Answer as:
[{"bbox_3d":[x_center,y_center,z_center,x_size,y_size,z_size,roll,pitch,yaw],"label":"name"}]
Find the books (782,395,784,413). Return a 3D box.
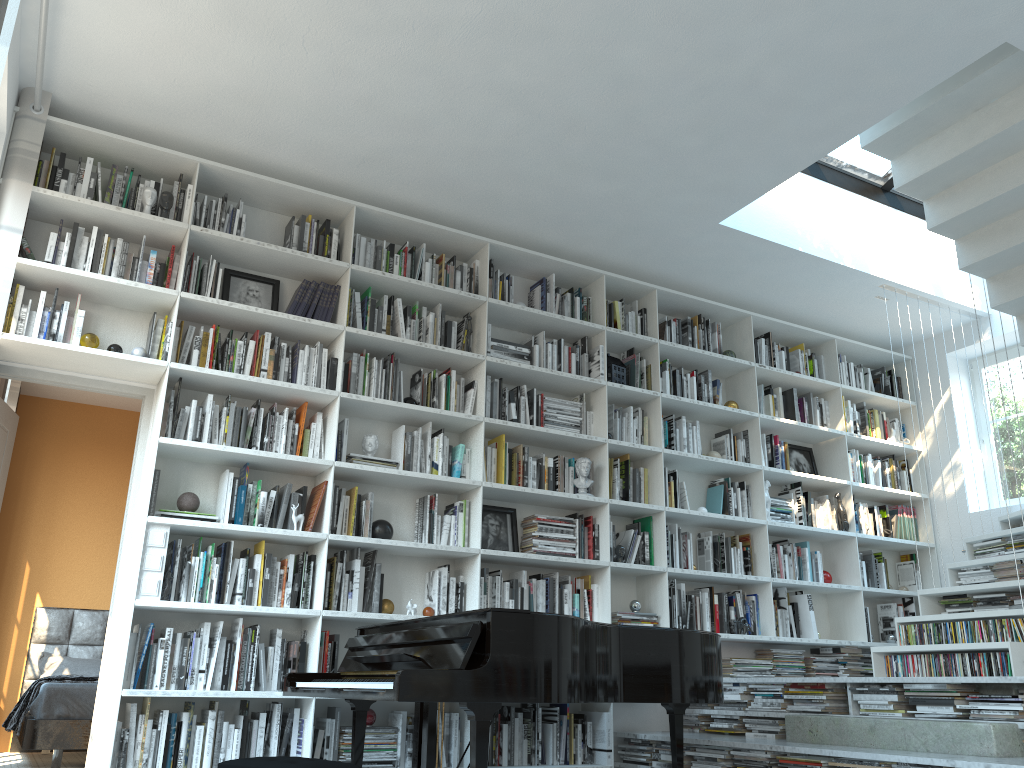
[{"bbox_3d":[1.908,0.211,6.421,0.025,0.237,0.143,11,-21,-27],"label":"books"}]

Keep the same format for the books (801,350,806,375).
[{"bbox_3d":[2.117,-0.105,6.636,0.016,0.251,0.189,11,-21,-27],"label":"books"}]

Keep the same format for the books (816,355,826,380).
[{"bbox_3d":[2.310,-0.072,6.737,0.026,0.262,0.163,11,-21,-27],"label":"books"}]

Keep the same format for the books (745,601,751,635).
[{"bbox_3d":[1.479,1.524,5.734,0.013,0.219,0.169,11,-21,-27],"label":"books"}]

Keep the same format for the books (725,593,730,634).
[{"bbox_3d":[1.318,1.476,5.668,0.026,0.262,0.170,11,-21,-27],"label":"books"}]

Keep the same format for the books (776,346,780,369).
[{"bbox_3d":[1.891,-0.143,6.513,0.022,0.235,0.172,11,-21,-27],"label":"books"}]

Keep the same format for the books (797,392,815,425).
[{"bbox_3d":[2.149,0.226,6.535,0.022,0.293,0.181,11,-21,-27],"label":"books"}]

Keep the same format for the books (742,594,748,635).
[{"bbox_3d":[1.459,1.504,5.744,0.021,0.263,0.150,11,-21,-27],"label":"books"}]

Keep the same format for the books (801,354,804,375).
[{"bbox_3d":[2.102,-0.095,6.617,0.008,0.220,0.183,11,-21,-27],"label":"books"}]

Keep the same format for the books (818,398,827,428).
[{"bbox_3d":[2.274,0.261,6.614,0.026,0.283,0.147,11,-21,-27],"label":"books"}]

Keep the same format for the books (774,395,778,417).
[{"bbox_3d":[1.842,0.204,6.381,0.030,0.223,0.158,11,-21,-27],"label":"books"}]

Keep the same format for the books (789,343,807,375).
[{"bbox_3d":[2.142,-0.133,6.659,0.007,0.319,0.166,11,-21,-27],"label":"books"}]

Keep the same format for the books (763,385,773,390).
[{"bbox_3d":[1.825,0.166,6.383,0.011,0.295,0.163,11,-21,-27],"label":"books"}]

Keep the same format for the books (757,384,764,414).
[{"bbox_3d":[1.729,0.155,6.333,0.052,0.281,0.167,11,-21,-27],"label":"books"}]

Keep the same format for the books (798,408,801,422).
[{"bbox_3d":[2.038,0.217,6.498,0.048,0.282,0.162,11,-21,-27],"label":"books"}]

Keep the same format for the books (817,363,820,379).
[{"bbox_3d":[2.274,-0.046,6.734,0.031,0.210,0.132,11,-21,-27],"label":"books"}]

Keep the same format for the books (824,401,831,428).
[{"bbox_3d":[2.300,0.274,6.622,0.031,0.264,0.170,11,-21,-27],"label":"books"}]

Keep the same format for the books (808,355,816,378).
[{"bbox_3d":[2.203,-0.083,6.669,0.018,0.234,0.186,11,-21,-27],"label":"books"}]

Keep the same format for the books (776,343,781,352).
[{"bbox_3d":[1.936,-0.147,6.565,0.012,0.278,0.153,11,-21,-27],"label":"books"}]

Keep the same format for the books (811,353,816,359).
[{"bbox_3d":[2.253,-0.085,6.728,0.025,0.278,0.136,11,-21,-27],"label":"books"}]

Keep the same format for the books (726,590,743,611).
[{"bbox_3d":[1.445,1.487,5.740,0.013,0.292,0.135,11,-21,-27],"label":"books"}]

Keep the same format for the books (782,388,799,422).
[{"bbox_3d":[1.959,0.189,6.395,0.032,0.264,0.246,11,-21,-27],"label":"books"}]

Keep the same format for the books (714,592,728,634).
[{"bbox_3d":[1.299,1.470,5.650,0.026,0.261,0.174,11,-21,-27],"label":"books"}]

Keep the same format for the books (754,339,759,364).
[{"bbox_3d":[1.708,-0.183,6.414,0.026,0.241,0.185,11,-21,-27],"label":"books"}]

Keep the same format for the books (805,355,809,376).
[{"bbox_3d":[2.152,-0.089,6.640,0.007,0.225,0.170,11,-21,-27],"label":"books"}]

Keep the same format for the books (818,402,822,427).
[{"bbox_3d":[2.221,0.269,6.574,0.030,0.240,0.162,11,-21,-27],"label":"books"}]

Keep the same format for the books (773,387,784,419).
[{"bbox_3d":[1.891,0.181,6.409,0.026,0.287,0.156,11,-21,-27],"label":"books"}]

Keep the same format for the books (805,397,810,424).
[{"bbox_3d":[2.123,0.240,6.531,0.023,0.263,0.156,11,-21,-27],"label":"books"}]

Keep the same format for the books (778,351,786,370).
[{"bbox_3d":[1.932,-0.121,6.523,0.024,0.201,0.190,11,-21,-27],"label":"books"}]

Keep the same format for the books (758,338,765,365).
[{"bbox_3d":[1.782,-0.183,6.467,0.048,0.277,0.150,11,-21,-27],"label":"books"}]

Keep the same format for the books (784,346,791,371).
[{"bbox_3d":[1.988,-0.132,6.572,0.030,0.256,0.165,11,-21,-27],"label":"books"}]

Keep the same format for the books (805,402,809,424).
[{"bbox_3d":[2.103,0.255,6.504,0.031,0.216,0.166,11,-21,-27],"label":"books"}]

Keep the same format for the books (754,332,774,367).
[{"bbox_3d":[1.841,-0.200,6.496,0.014,0.331,0.181,11,-21,-27],"label":"books"}]

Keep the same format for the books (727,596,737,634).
[{"bbox_3d":[1.376,1.493,5.693,0.012,0.248,0.165,11,-21,-27],"label":"books"}]

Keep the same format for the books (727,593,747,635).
[{"bbox_3d":[1.413,1.490,5.709,0.070,0.265,0.186,11,-21,-27],"label":"books"}]

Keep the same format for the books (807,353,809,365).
[{"bbox_3d":[2.178,-0.090,6.683,0.017,0.256,0.147,11,-21,-27],"label":"books"}]

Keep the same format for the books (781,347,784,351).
[{"bbox_3d":[1.963,-0.130,6.573,0.012,0.253,0.161,11,-21,-27],"label":"books"}]

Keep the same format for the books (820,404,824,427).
[{"bbox_3d":[2.251,0.281,6.599,0.022,0.233,0.159,11,-21,-27],"label":"books"}]

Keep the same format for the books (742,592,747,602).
[{"bbox_3d":[1.478,1.504,5.771,0.012,0.281,0.144,11,-21,-27],"label":"books"}]

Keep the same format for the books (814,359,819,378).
[{"bbox_3d":[2.237,-0.062,6.690,0.029,0.209,0.170,11,-21,-27],"label":"books"}]

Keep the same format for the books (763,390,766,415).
[{"bbox_3d":[1.759,0.179,6.352,0.026,0.250,0.131,11,-21,-27],"label":"books"}]

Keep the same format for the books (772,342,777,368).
[{"bbox_3d":[1.877,-0.159,6.508,0.014,0.261,0.168,11,-21,-27],"label":"books"}]

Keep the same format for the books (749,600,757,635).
[{"bbox_3d":[1.509,1.525,5.745,0.025,0.227,0.176,11,-21,-27],"label":"books"}]

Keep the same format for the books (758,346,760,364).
[{"bbox_3d":[1.727,-0.172,6.431,0.024,0.230,0.169,11,-21,-27],"label":"books"}]

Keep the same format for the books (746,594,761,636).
[{"bbox_3d":[1.550,1.514,5.781,0.025,0.271,0.171,11,-21,-27],"label":"books"}]

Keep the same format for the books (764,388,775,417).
[{"bbox_3d":[1.813,0.178,6.362,0.026,0.260,0.168,11,-21,-27],"label":"books"}]

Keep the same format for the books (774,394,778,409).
[{"bbox_3d":[1.859,0.207,6.407,0.024,0.235,0.147,11,-21,-27],"label":"books"}]

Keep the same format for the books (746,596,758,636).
[{"bbox_3d":[1.528,1.516,5.767,0.026,0.257,0.157,11,-21,-27],"label":"books"}]

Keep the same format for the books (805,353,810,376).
[{"bbox_3d":[2.164,-0.095,6.658,0.031,0.248,0.165,11,-21,-27],"label":"books"}]

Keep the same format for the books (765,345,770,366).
[{"bbox_3d":[1.815,-0.153,6.479,0.031,0.230,0.148,11,-21,-27],"label":"books"}]

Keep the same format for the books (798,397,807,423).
[{"bbox_3d":[2.076,0.236,6.486,0.014,0.239,0.190,11,-21,-27],"label":"books"}]

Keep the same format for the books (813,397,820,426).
[{"bbox_3d":[2.196,0.246,6.557,0.036,0.271,0.177,11,-21,-27],"label":"books"}]

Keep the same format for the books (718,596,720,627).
[{"bbox_3d":[1.270,1.480,5.650,0.021,0.241,0.131,11,-21,-27],"label":"books"}]

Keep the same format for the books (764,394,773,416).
[{"bbox_3d":[1.792,0.197,6.338,0.025,0.207,0.175,11,-21,-27],"label":"books"}]

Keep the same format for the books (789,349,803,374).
[{"bbox_3d":[2.092,-0.115,6.614,0.019,0.255,0.169,11,-21,-27],"label":"books"}]

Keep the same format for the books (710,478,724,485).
[{"bbox_3d":[1.386,0.786,5.946,0.016,0.289,0.135,11,-21,-27],"label":"books"}]

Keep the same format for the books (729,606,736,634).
[{"bbox_3d":[1.361,1.521,5.672,0.025,0.180,0.169,11,-21,-27],"label":"books"}]

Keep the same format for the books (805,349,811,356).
[{"bbox_3d":[2.210,-0.104,6.705,0.020,0.298,0.131,11,-21,-27],"label":"books"}]

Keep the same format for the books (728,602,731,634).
[{"bbox_3d":[1.338,1.505,5.672,0.022,0.210,0.136,11,-21,-27],"label":"books"}]
